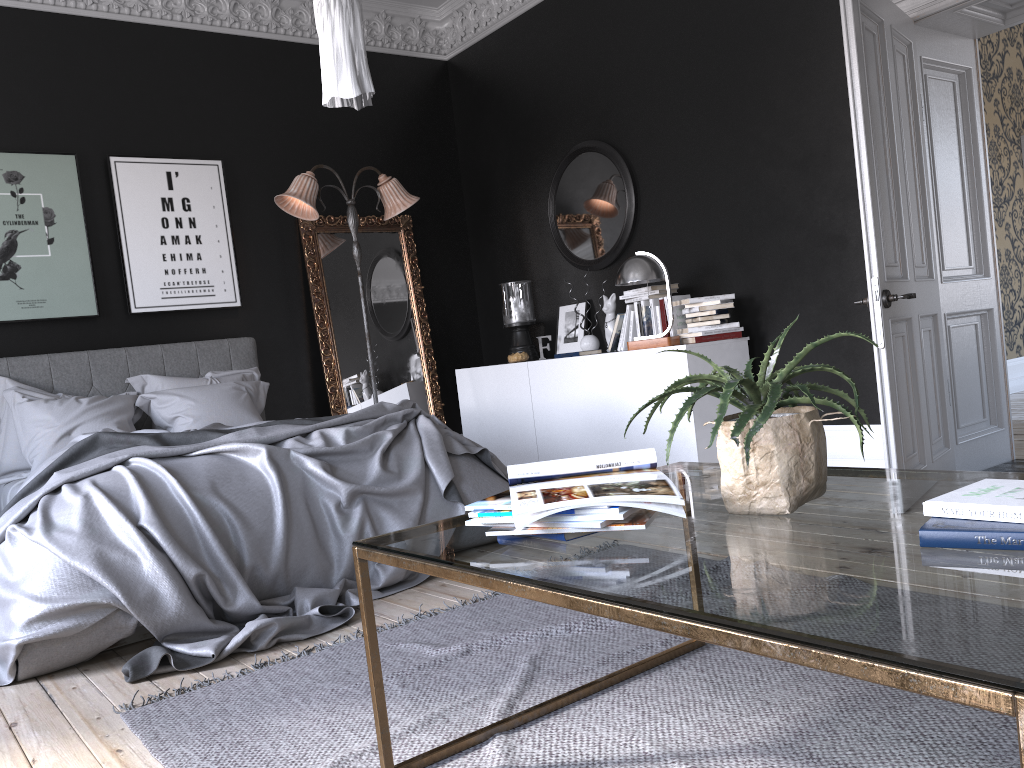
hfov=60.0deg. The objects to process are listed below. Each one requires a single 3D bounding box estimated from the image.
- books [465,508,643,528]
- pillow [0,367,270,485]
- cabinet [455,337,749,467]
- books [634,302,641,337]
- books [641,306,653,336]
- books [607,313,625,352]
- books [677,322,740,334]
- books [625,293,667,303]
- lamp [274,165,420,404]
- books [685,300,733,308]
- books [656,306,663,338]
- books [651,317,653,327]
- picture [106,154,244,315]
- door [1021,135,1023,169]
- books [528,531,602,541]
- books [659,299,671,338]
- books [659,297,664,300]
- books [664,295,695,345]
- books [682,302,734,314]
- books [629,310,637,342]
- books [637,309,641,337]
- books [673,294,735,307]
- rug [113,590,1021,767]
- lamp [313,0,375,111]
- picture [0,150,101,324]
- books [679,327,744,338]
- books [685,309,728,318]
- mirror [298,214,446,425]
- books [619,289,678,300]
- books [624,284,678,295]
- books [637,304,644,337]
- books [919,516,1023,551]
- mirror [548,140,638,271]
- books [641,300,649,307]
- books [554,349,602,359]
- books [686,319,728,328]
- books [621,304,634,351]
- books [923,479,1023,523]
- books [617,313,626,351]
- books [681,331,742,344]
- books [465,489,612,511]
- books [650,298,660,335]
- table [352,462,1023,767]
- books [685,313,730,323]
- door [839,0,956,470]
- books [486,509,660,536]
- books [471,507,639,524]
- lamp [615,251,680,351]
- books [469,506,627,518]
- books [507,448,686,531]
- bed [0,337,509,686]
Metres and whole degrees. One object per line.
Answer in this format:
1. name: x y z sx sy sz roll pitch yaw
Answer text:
1. books: 0.105 0.264 1.838 0.318 0.011 0.252 -6 2 35
2. pillow: -2.327 0.204 5.588 1.827 0.760 0.680 -8 3 -37
3. cabinet: 0.548 0.237 6.185 0.569 0.883 2.397 -9 3 -37
4. books: 0.906 -0.392 5.838 0.220 0.307 0.030 -9 3 -37
5. books: 0.924 -0.370 5.707 0.204 0.270 0.029 -9 3 -37
6. books: 0.756 -0.349 5.952 0.202 0.246 0.159 -9 3 -37
7. books: 1.190 -0.339 5.400 0.318 0.031 0.229 -7 2 -7
8. books: 0.889 -0.559 5.782 0.195 0.026 0.259 -8 2 -27
9. lamp: -1.037 -0.355 6.360 0.986 2.413 0.772 -7 3 -4
10. books: 1.202 -0.488 5.409 0.220 0.024 0.307 -6 2 28
11. books: 1.005 -0.375 5.667 0.195 0.259 0.026 -9 3 -37
12. books: 0.990 -0.399 5.726 0.220 0.307 0.030 -9 3 -37
13. picture: -2.332 -1.044 6.185 0.790 1.079 0.014 -9 4 -37
14. door: 5.867 -1.328 9.407 1.393 2.545 0.136 -9 4 -37
15. books: 0.098 0.292 1.860 0.162 0.023 0.231 -8 2 -36
16. books: 1.042 -0.396 5.615 0.235 0.296 0.038 -9 3 -37
17. books: 1.040 -0.403 5.658 0.220 0.307 0.030 -9 3 -37
18. books: 1.065 -0.403 5.579 0.220 0.308 0.050 -9 3 -37
19. books: 1.190 -0.459 5.396 0.220 0.030 0.306 -7 2 -7
20. books: 0.853 -0.362 5.872 0.195 0.256 0.091 -9 3 -37
21. books: 0.908 -0.368 5.797 0.195 0.259 0.026 -9 3 -37
22. books: 1.162 -0.509 5.390 0.306 0.030 0.220 -7 2 -17
23. rug: 0.658 0.787 1.906 2.103 0.050 3.647 -8 2 -36
24. lamp: -0.671 -1.964 2.970 0.782 2.051 0.783 -6 3 7
25. picture: -3.102 -0.934 5.607 0.790 1.079 0.014 -9 4 -37
26. books: 1.203 -0.311 5.375 0.319 0.025 0.228 -8 2 -27
27. books: 1.187 -0.429 5.398 0.193 0.030 0.289 -6 2 27
28. mirror: -1.045 -0.258 7.014 0.990 2.194 0.254 -9 4 -37
29. books: 0.889 -0.584 5.774 0.307 0.024 0.220 -5 3 43
30. books: 0.907 -0.615 5.790 0.220 0.030 0.306 -8 2 -27
31. books: 0.903 -0.381 5.759 0.192 0.290 0.030 -9 4 -37
32. books: 0.807 0.222 1.372 0.290 0.030 0.192 -5 2 37
33. mirror: 0.558 -1.284 6.418 0.061 0.925 0.924 -9 3 -37
34. books: 0.937 -0.394 5.751 0.220 0.307 0.024 -9 4 -37
35. books: 0.443 -0.202 5.942 0.192 0.030 0.289 -8 2 -31
36. books: 1.192 -0.369 5.407 0.203 0.029 0.268 -6 2 23
37. books: 0.829 -0.381 5.896 0.220 0.296 0.126 -9 3 -37
38. books: 0.858 0.187 1.407 0.220 0.024 0.307 -8 2 -37
39. books: 0.805 -0.353 5.937 0.195 0.245 0.132 -9 3 -37
40. books: 1.204 -0.279 5.367 0.294 0.038 0.234 -7 2 -10
41. books: 0.103 0.231 1.851 0.318 0.011 0.252 -6 2 30
42. books: 0.984 -0.397 5.688 0.220 0.307 0.024 -9 4 -37
43. table: 0.535 0.538 1.765 1.091 0.559 1.450 -8 2 -37
44. books: 1.191 -0.399 5.415 0.193 0.030 0.289 -7 2 -6
45. door: 1.828 -0.604 4.090 0.216 2.376 1.096 -4 4 41
46. books: 0.139 0.271 1.810 0.318 0.011 0.252 -6 2 20
47. books: 0.115 0.252 1.826 0.318 0.011 0.252 -6 2 25
48. lamp: 0.810 -0.511 5.398 0.341 0.591 0.328 -5 3 33
49. books: 0.108 0.242 1.844 0.318 0.011 0.252 -6 2 25
50. books: 0.156 0.214 1.791 0.322 0.109 0.272 -7 2 -2
51. bed: -1.687 0.344 4.672 3.286 1.299 2.761 -5 3 42
